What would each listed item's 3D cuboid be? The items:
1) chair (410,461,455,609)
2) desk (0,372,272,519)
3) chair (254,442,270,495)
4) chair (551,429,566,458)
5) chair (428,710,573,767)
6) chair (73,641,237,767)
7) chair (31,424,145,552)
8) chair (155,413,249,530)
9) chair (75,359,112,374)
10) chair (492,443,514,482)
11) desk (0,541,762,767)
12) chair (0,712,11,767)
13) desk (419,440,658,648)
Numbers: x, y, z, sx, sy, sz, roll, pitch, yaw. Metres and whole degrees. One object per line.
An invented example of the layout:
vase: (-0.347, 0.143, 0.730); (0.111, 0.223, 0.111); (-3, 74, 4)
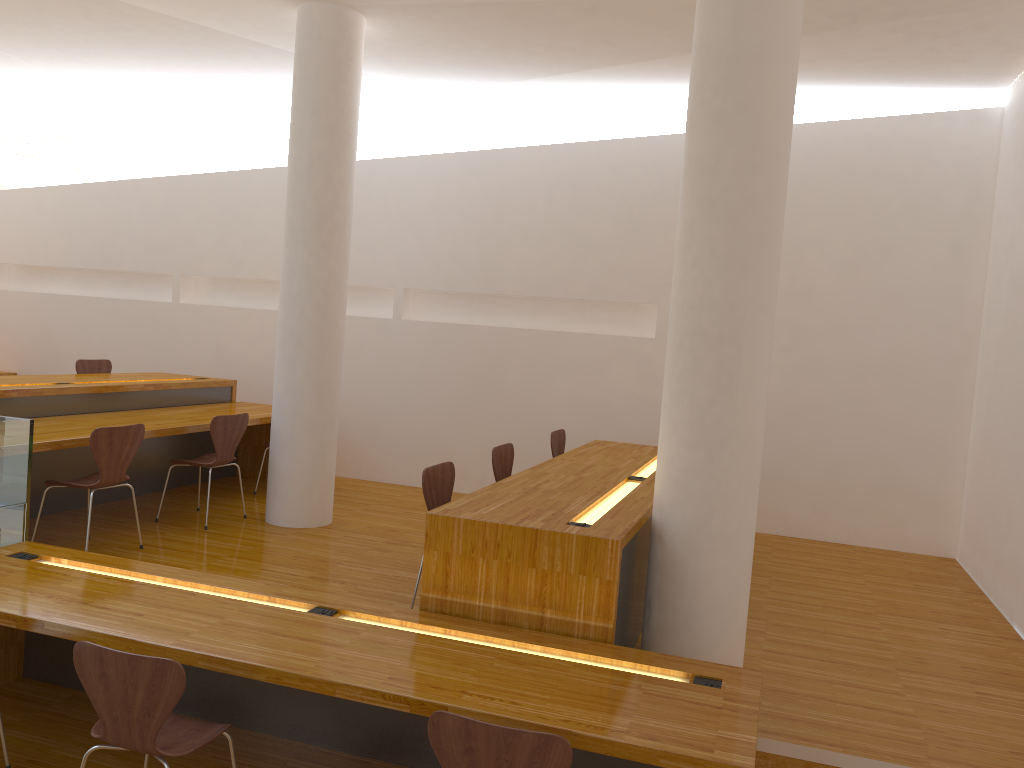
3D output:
chair: (-0.204, 0.734, 4.063); (0.381, 0.693, 0.428); (5, 3, 17)
desk: (-2.739, 0.402, 5.792); (1.527, 0.785, 3.243); (5, 3, 17)
chair: (-1.647, 0.484, 6.690); (0.381, 0.693, 0.428); (5, 3, 17)
chair: (0.450, 0.680, 6.048); (0.381, 0.693, 0.428); (5, 3, 17)
chair: (-0.009, 1.205, 2.450); (0.428, 0.693, 0.381); (5, 3, 17)
chair: (-1.086, 1.107, 2.740); (0.428, 0.693, 0.381); (5, 3, 17)
chair: (-2.228, 0.545, 4.683); (0.381, 0.693, 0.428); (5, 3, 17)
chair: (-1.941, 0.518, 5.611); (0.381, 0.693, 0.428); (5, 3, 17)
chair: (-3.267, 0.160, 7.182); (0.381, 0.693, 0.428); (5, 3, 17)
chair: (0.083, 0.707, 4.990); (0.381, 0.693, 0.428); (5, 3, 17)
desk: (-0.793, 1.155, 3.161); (3.185, 0.606, 0.760); (5, 3, 17)
chair: (-2.011, 1.020, 3.023); (0.428, 0.693, 0.381); (5, 3, 17)
desk: (0.478, 0.784, 4.845); (0.760, 0.606, 3.185); (5, 3, 17)
